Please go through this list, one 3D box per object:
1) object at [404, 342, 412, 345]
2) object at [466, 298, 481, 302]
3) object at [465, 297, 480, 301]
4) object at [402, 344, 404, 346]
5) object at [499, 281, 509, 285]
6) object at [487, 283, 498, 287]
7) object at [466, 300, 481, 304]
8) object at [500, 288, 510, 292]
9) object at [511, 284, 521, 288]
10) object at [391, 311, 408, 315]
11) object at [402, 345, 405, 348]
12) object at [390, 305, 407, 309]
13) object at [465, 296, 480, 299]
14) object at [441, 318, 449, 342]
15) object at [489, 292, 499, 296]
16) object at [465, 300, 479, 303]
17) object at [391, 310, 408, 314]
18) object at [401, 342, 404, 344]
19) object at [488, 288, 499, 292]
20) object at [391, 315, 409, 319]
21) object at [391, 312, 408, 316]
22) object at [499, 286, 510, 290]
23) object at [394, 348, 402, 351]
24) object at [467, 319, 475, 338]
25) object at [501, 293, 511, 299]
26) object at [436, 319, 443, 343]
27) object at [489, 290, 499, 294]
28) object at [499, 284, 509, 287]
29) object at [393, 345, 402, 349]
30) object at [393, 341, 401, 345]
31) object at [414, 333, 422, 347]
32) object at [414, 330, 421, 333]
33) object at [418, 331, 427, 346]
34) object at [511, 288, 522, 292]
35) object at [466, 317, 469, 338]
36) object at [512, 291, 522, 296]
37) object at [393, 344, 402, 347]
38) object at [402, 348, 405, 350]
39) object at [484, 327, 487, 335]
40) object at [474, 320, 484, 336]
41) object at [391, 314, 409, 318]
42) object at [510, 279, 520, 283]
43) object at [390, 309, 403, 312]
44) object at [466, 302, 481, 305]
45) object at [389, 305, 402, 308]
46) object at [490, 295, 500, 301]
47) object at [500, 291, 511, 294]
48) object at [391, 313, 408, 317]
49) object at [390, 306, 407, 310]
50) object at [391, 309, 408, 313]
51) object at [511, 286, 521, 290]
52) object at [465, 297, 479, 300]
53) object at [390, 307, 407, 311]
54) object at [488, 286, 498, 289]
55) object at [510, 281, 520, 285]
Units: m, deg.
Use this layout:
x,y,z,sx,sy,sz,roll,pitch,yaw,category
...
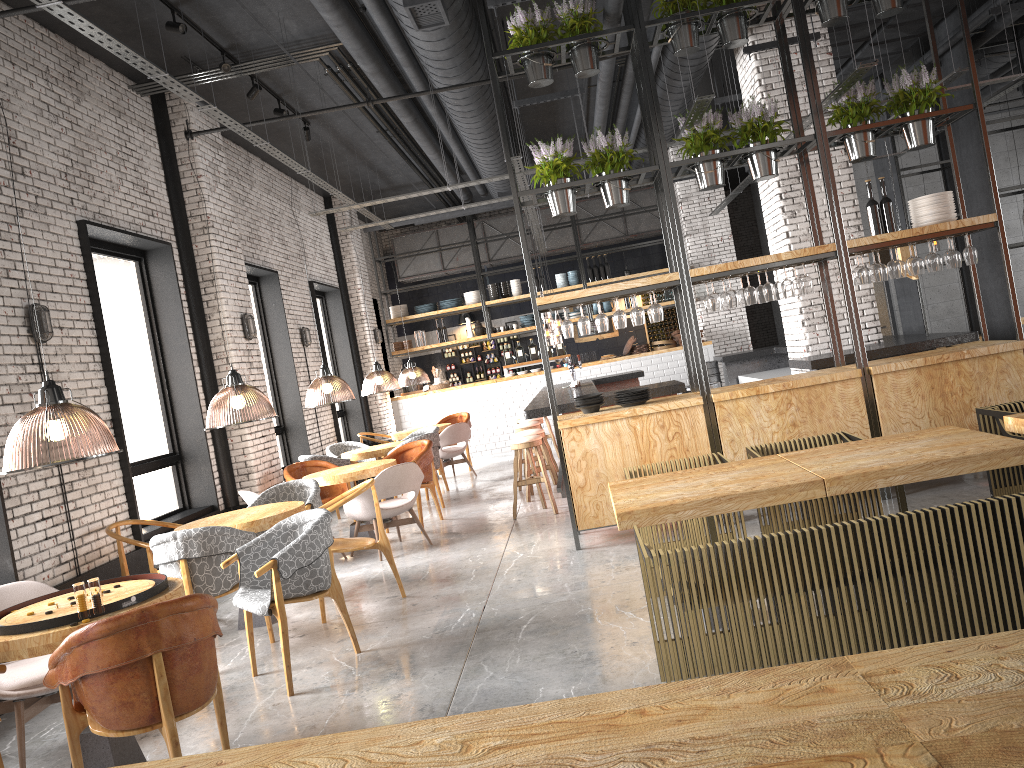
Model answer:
x,y,z,sx,sy,sz,roll,pitch,yaw,category
-1.972,-0.757,16.786,0.157,0.053,0.168,-10,1,9,object
-0.719,-1.559,16.659,0.335,0.040,0.334,-11,2,-32,object
-0.722,-1.578,16.660,0.335,0.039,0.334,-11,2,-29,object
-2.113,-0.735,16.904,0.157,0.053,0.168,-10,1,4,object
-0.149,-1.861,16.621,0.197,0.103,0.196,-11,1,-20,object
-0.359,-1.823,16.636,0.196,0.105,0.197,-10,1,26,object
-0.711,-1.521,16.661,0.335,0.046,0.334,-11,1,-15,object
-0.124,-1.730,16.615,0.197,0.107,0.196,-11,1,-24,object
0.076,-1.810,16.606,0.196,0.103,0.197,-10,1,21,object
-2.126,-1.329,16.762,0.335,0.042,0.334,-11,2,-36,object
-2.107,-0.699,16.905,0.157,0.053,0.168,-10,1,4,object
-2.145,-1.440,16.762,0.335,0.042,0.334,-10,1,1,object
-0.728,-1.613,16.659,0.334,0.039,0.335,-10,1,12,object
-1.286,-1.014,16.857,0.098,0.471,0.098,-10,0,-18,object
-0.327,-1.649,16.636,0.197,0.104,0.196,-11,1,-32,object
-0.714,-1.540,16.659,0.335,0.037,0.334,-11,2,-29,object
-2.129,-1.347,16.762,0.334,0.038,0.335,-9,2,29,object
-2.121,-0.776,16.904,0.157,0.053,0.168,-10,1,4,object
-0.341,-1.736,16.634,0.197,0.100,0.196,-11,1,-30,object
-2.111,-1.251,16.762,0.334,0.033,0.335,-9,2,42,object
-2.122,-1.310,16.763,0.335,0.044,0.334,-11,2,-29,object
-0.134,-1.773,16.617,0.196,0.102,0.197,-10,1,15,object
-2.132,-0.643,16.652,0.157,0.053,0.168,-10,1,4,object
-0.786,-1.042,16.599,0.131,0.360,0.127,-10,0,29,object
-0.110,-1.642,16.623,0.196,0.104,0.197,-9,2,41,object
-1.391,-0.995,16.865,0.098,0.471,0.098,-10,0,-18,object
-0.334,-1.692,16.636,0.196,0.102,0.197,-9,1,33,object
-0.141,-1.817,16.617,0.196,0.102,0.196,-10,1,-2,object
-2.140,-0.687,16.651,0.157,0.053,0.168,-10,1,4,object
-2.153,-0.763,16.651,0.157,0.053,0.168,-10,1,4,object
-1.742,-0.821,16.551,0.106,0.264,0.152,-10,1,32,object
-1.753,-0.851,16.804,0.126,0.313,0.179,-10,1,37,object
-1.671,-0.847,16.653,0.118,0.293,0.169,-10,1,9,object
0.091,-1.723,16.601,0.197,0.104,0.196,-11,1,-20,object
-0.813,-1.058,16.751,0.126,0.394,0.127,-10,1,44,object
0.101,-1.680,16.600,0.197,0.105,0.196,-11,1,-18,object
-2.146,-0.723,16.651,0.157,0.053,0.168,-10,1,4,object
-2.099,-0.655,16.905,0.157,0.053,0.168,-10,1,4,object
-0.566,-1.012,16.798,0.203,0.213,0.203,-9,1,42,object
-0.620,-1.046,16.600,0.196,0.305,0.196,-10,1,42,object
-2.115,-1.271,16.763,0.334,0.042,0.335,-9,2,43,object
0.062,-1.898,16.606,0.197,0.103,0.196,-11,1,-18,object
-2.134,-1.382,16.762,0.334,0.038,0.335,-10,2,25,object
-0.708,-1.501,16.659,0.334,0.033,0.335,-9,2,42,object
-2.148,-1.459,16.762,0.335,0.039,0.335,-10,1,-5,object
-0.318,-1.605,16.636,0.196,0.102,0.197,-10,1,16,object
-0.117,-1.686,16.620,0.196,0.101,0.197,-10,1,23,object
-2.119,-1.290,16.762,0.335,0.039,0.334,-10,1,-8,object
-2.142,-1.420,16.761,0.335,0.040,0.335,-10,1,-6,object
-2.132,-1.363,16.763,0.334,0.043,0.335,-9,2,43,object
0.085,-1.767,16.601,0.196,0.104,0.197,-9,2,40,object
-0.725,-1.598,16.658,0.335,0.040,0.334,-11,2,-41,object
-2.138,-1.401,16.762,0.335,0.035,0.334,-11,1,-20,object
-0.344,-1.781,16.631,0.196,0.107,0.197,-9,1,33,object
0.069,-1.854,16.603,0.196,0.100,0.196,-10,1,0,object
